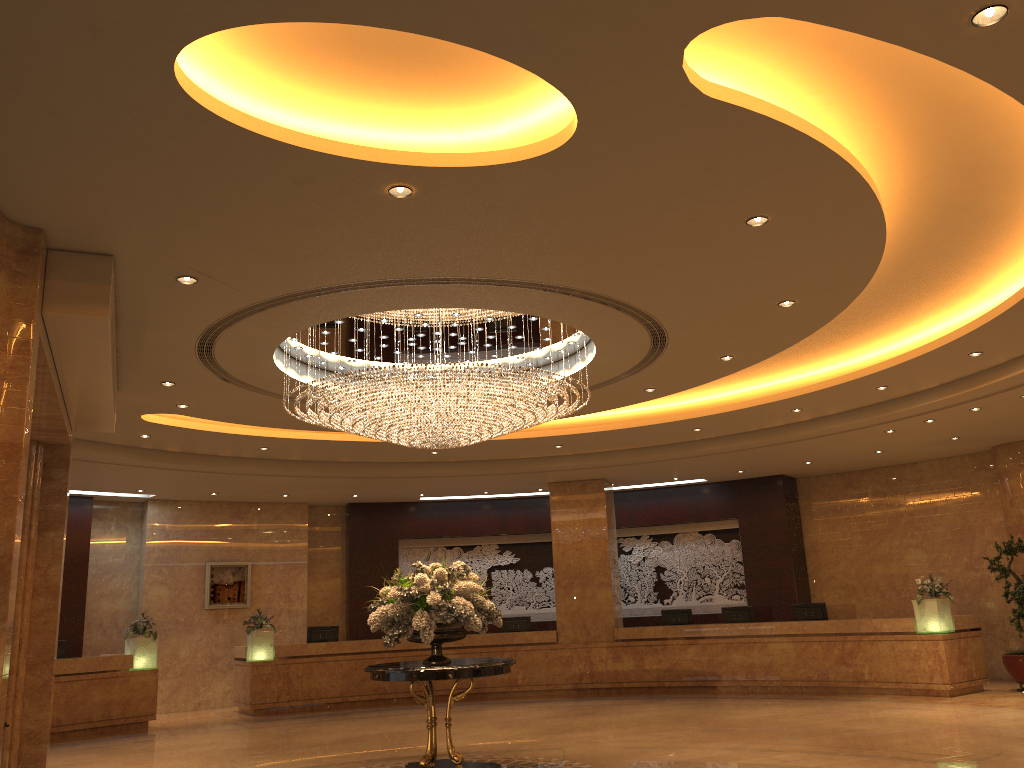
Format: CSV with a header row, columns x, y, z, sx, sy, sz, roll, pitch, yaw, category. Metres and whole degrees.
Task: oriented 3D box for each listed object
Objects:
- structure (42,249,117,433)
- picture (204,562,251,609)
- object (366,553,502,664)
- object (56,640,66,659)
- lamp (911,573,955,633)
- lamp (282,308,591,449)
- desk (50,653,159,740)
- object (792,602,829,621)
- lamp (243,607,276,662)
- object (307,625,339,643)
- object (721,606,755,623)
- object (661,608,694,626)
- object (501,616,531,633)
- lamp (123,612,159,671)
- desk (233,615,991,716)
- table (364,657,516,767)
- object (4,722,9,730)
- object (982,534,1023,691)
x,y,z,sx,sy,sz,roll,pitch,yaw,category
-3.873,-0.203,8.112,0.425,0.483,4.113,3,-16,-23,structure
-5.637,3.994,17.620,0.875,0.890,0.068,6,-17,-31,picture
-0.755,2.259,8.854,1.277,0.999,1.318,-4,-14,7,object
-7.429,4.263,13.781,0.918,0.500,0.397,10,-19,-40,object
6.583,3.392,13.767,0.532,0.897,0.606,11,-20,-43,lamp
-0.778,0.083,9.417,3.206,1.196,3.204,-6,-15,13,lamp
-7.653,4.690,12.964,1.570,1.155,5.227,-11,-17,30,desk
5.256,4.111,15.597,0.430,0.500,0.531,1,-15,-15,object
-4.532,4.486,15.912,0.577,0.925,0.542,3,-15,-21,lamp
-3.571,4.825,16.740,0.531,0.500,0.430,-6,-15,13,object
4.168,4.345,16.305,0.430,0.500,0.531,3,-15,-20,object
3.136,4.519,16.794,0.430,0.500,0.531,5,-16,-26,object
0.081,4.824,17.416,0.531,0.500,0.430,-14,-18,37,object
-6.166,4.252,14.700,0.570,0.923,0.580,4,-16,-26,lamp
1.336,5.047,16.015,12.951,1.155,3.466,-5,-15,11,desk
-0.677,3.262,8.576,1.493,1.089,1.493,5,-17,-29,table
-5.201,2.627,7.817,1.250,2.363,0.843,10,-19,-41,object
8.026,3.557,13.887,1.250,2.363,0.843,10,-19,-41,object
